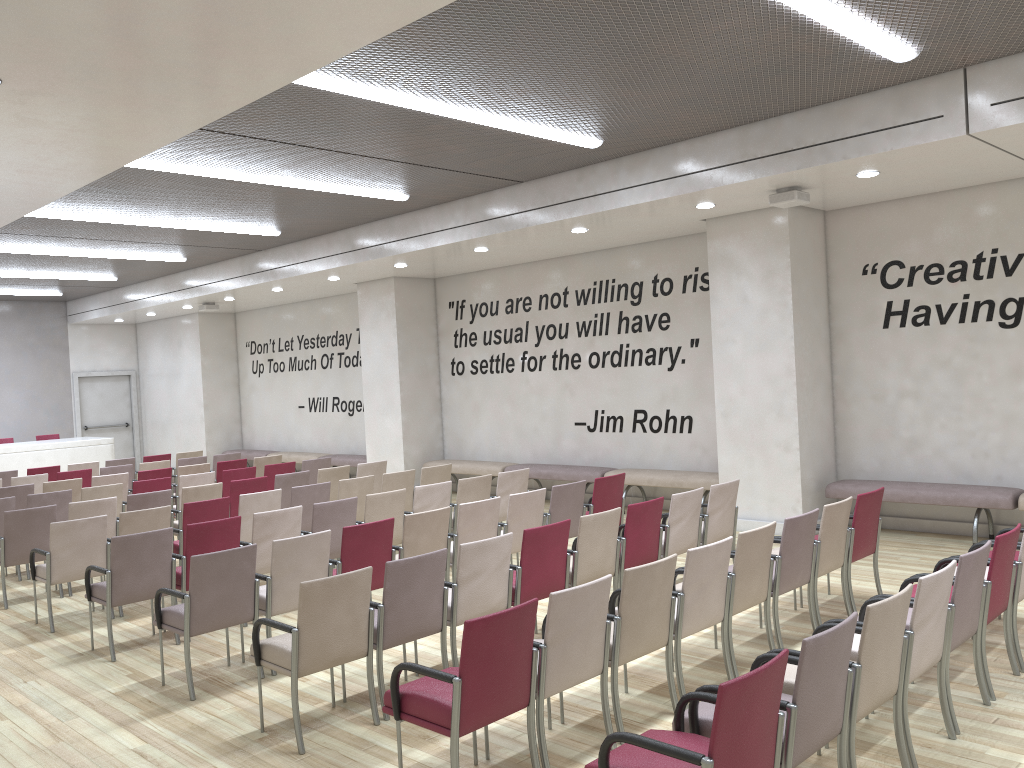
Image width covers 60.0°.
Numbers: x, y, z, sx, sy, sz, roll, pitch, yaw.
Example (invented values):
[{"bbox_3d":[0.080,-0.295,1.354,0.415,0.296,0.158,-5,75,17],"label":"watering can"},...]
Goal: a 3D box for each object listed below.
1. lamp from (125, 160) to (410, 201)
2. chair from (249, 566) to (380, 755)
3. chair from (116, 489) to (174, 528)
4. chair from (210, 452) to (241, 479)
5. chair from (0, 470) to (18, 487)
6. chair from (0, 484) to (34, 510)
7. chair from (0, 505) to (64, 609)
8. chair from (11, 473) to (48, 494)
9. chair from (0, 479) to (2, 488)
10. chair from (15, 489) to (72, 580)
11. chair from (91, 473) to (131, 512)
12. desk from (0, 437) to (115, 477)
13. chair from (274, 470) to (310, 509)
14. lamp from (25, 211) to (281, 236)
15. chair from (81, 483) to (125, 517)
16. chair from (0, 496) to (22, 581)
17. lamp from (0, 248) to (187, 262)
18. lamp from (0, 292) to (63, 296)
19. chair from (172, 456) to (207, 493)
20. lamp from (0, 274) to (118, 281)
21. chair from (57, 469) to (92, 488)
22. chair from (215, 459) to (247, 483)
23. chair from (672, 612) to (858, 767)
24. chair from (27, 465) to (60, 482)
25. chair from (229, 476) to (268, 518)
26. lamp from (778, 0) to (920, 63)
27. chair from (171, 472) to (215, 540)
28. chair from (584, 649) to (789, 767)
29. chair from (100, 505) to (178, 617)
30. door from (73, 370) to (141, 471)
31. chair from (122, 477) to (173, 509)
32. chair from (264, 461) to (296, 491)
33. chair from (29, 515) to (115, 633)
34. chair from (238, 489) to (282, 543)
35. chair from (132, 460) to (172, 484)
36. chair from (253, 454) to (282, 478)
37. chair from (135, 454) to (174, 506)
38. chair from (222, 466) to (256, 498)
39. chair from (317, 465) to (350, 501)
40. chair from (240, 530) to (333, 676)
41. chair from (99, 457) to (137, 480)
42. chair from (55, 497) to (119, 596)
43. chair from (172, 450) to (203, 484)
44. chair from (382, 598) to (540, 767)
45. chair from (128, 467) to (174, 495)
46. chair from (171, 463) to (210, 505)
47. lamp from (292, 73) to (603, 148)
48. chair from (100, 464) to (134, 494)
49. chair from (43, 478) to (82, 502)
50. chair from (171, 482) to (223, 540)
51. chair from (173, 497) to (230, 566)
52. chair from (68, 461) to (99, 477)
[{"bbox_3d":[-2.412,-2.076,9.152,0.198,0.045,3.303,-2,1,45],"label":"lamp"},{"bbox_3d":[-1.099,1.454,4.892,0.513,0.890,0.640,-4,1,-44],"label":"chair"},{"bbox_3d":[-3.820,1.538,9.125,0.513,0.890,0.640,-4,1,-45],"label":"chair"},{"bbox_3d":[-4.502,1.509,13.677,0.513,0.890,0.640,-4,1,-45],"label":"chair"},{"bbox_3d":[-7.325,1.674,12.597,0.513,0.890,0.640,-4,1,-44],"label":"chair"},{"bbox_3d":[-5.952,1.632,10.468,0.640,0.890,0.513,-2,1,44],"label":"chair"},{"bbox_3d":[-4.598,1.590,8.357,0.513,0.890,0.640,-4,1,-44],"label":"chair"},{"bbox_3d":[-6.451,1.640,11.731,0.640,0.890,0.513,-2,1,44],"label":"chair"},{"bbox_3d":[-6.825,1.666,11.335,0.640,0.890,0.513,-2,1,45],"label":"chair"},{"bbox_3d":[-5.080,1.598,9.608,0.640,0.890,0.513,-2,1,44],"label":"chair"},{"bbox_3d":[-5.178,1.579,11.250,0.513,0.890,0.640,-4,1,-45],"label":"chair"},{"bbox_3d":[-9.387,1.655,16.203,1.456,1.042,3.652,-2,1,45],"label":"desk"},{"bbox_3d":[-2.676,1.460,10.298,0.640,0.890,0.513,-2,1,45],"label":"chair"},{"bbox_3d":[-4.414,-1.998,11.137,0.198,0.045,3.303,-2,1,45],"label":"lamp"},{"bbox_3d":[-4.700,1.572,9.994,0.640,0.890,0.513,-2,1,45],"label":"chair"},{"bbox_3d":[-5.474,1.624,9.218,0.640,0.890,0.513,-2,1,44],"label":"chair"},{"bbox_3d":[-6.460,-1.918,13.166,0.198,0.045,3.303,-2,1,45],"label":"lamp"},{"bbox_3d":[-10.476,-1.762,17.148,0.198,0.045,3.303,-2,1,45],"label":"lamp"},{"bbox_3d":[-4.889,1.535,13.289,0.640,0.890,0.513,-2,1,45],"label":"chair"},{"bbox_3d":[-8.452,-1.841,15.141,0.198,0.045,3.303,-2,1,45],"label":"lamp"},{"bbox_3d":[-6.059,1.614,12.131,0.640,0.890,0.513,-2,1,45],"label":"chair"},{"bbox_3d":[-4.034,1.502,12.422,0.640,0.890,0.513,-2,1,45],"label":"chair"},{"bbox_3d":[1.025,1.360,3.557,0.640,0.890,0.513,-2,1,45],"label":"chair"},{"bbox_3d":[-6.929,1.647,12.986,0.640,0.890,0.513,-2,1,44],"label":"chair"},{"bbox_3d":[-3.059,1.486,9.918,0.640,0.890,0.513,-2,1,44],"label":"chair"},{"bbox_3d":[1.643,-2.234,5.131,0.198,0.045,3.303,-2,1,45],"label":"lamp"},{"bbox_3d":[-3.929,1.520,10.775,0.640,0.890,0.513,-2,1,45],"label":"chair"},{"bbox_3d":[0.628,1.387,3.155,0.640,0.890,0.513,-2,1,44],"label":"chair"},{"bbox_3d":[-3.342,1.530,7.866,0.640,0.890,0.513,-2,1,45],"label":"chair"},{"bbox_3d":[-9.395,0.914,20.553,0.200,2.400,1.400,-2,1,45],"label":"door"},{"bbox_3d":[-4.315,1.546,10.397,0.640,0.890,0.513,-2,1,44],"label":"chair"},{"bbox_3d":[-3.148,1.467,11.567,0.640,0.890,0.513,-2,1,45],"label":"chair"},{"bbox_3d":[-3.726,1.556,7.481,0.513,0.890,0.640,-4,1,-45],"label":"chair"},{"bbox_3d":[-2.575,1.478,8.657,0.640,0.890,0.513,-2,1,44],"label":"chair"},{"bbox_3d":[-5.292,1.562,12.902,0.640,0.890,0.513,-2,1,44],"label":"chair"},{"bbox_3d":[-3.647,1.476,12.810,0.640,0.890,0.513,-2,1,44],"label":"chair"},{"bbox_3d":[-5.762,1.569,14.160,0.640,0.890,0.513,-2,1,44],"label":"chair"},{"bbox_3d":[-3.541,1.494,11.156,0.513,0.890,0.640,-4,1,-45],"label":"chair"},{"bbox_3d":[-2.283,1.434,10.684,0.640,0.890,0.513,-2,1,44],"label":"chair"},{"bbox_3d":[-1.582,1.461,6.144,0.640,0.890,0.513,-2,1,45],"label":"chair"},{"bbox_3d":[-6.158,1.595,13.758,0.513,0.890,0.640,-4,1,-44],"label":"chair"},{"bbox_3d":[-4.204,1.564,8.734,0.513,0.890,0.640,-4,1,-45],"label":"chair"},{"bbox_3d":[-5.385,1.543,14.535,0.513,0.890,0.640,-4,1,-45],"label":"chair"},{"bbox_3d":[-0.223,1.420,4.026,0.640,0.890,0.513,-2,1,44],"label":"chair"},{"bbox_3d":[-4.786,1.553,11.645,0.640,0.890,0.513,-2,1,44],"label":"chair"},{"bbox_3d":[-4.417,1.528,12.033,0.640,0.890,0.513,-2,1,44],"label":"chair"},{"bbox_3d":[-0.379,-2.155,7.137,0.198,0.045,3.303,-2,1,45],"label":"lamp"},{"bbox_3d":[-5.664,1.587,12.509,0.513,0.890,0.640,-4,1,-45],"label":"chair"},{"bbox_3d":[-5.580,1.606,10.861,0.640,0.890,0.513,-2,1,44],"label":"chair"},{"bbox_3d":[-3.428,1.511,9.518,0.640,0.890,0.513,-2,1,45],"label":"chair"},{"bbox_3d":[-2.949,1.504,8.261,0.640,0.890,0.513,-2,1,45],"label":"chair"},{"bbox_3d":[-6.541,1.621,13.384,0.513,0.890,0.640,-4,1,-45],"label":"chair"}]
